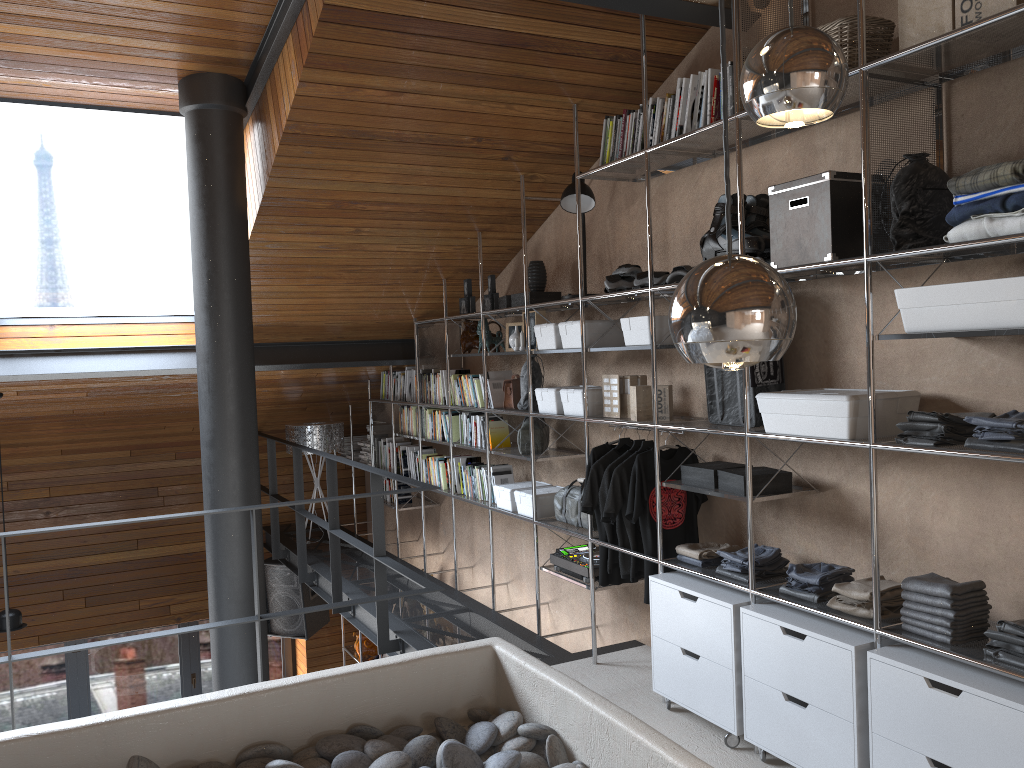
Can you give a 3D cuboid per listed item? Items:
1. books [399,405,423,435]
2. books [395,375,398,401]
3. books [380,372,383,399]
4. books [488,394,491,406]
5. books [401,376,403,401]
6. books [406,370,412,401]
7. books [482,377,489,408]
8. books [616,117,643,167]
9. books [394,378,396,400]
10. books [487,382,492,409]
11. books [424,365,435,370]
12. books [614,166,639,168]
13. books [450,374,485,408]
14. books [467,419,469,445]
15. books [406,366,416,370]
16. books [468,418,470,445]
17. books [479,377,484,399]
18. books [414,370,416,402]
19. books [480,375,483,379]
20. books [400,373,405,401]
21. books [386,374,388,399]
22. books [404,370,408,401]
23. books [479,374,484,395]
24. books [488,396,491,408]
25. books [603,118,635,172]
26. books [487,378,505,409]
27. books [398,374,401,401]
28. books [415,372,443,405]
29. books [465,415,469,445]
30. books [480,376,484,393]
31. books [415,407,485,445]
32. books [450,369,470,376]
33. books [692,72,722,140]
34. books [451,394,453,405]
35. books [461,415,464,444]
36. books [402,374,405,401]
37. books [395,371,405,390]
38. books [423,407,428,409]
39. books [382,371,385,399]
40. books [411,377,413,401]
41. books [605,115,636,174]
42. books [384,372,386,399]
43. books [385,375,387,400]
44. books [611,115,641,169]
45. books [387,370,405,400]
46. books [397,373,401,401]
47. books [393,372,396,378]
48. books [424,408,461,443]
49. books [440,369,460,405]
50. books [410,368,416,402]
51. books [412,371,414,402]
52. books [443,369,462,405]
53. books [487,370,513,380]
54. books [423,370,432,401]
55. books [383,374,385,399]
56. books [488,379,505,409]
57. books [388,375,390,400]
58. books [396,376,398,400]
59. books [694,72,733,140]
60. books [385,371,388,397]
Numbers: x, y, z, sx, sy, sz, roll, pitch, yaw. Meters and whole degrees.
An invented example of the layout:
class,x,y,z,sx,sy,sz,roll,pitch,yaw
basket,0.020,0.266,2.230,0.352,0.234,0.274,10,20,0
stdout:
class,x,y,z,sx,sy,sz,roll,pitch,yaw
books,-0.735,0.267,6.676,0.130,0.216,0.311,-3,2,-27
books,-0.845,0.028,6.854,0.111,0.194,0.059,-3,2,-27
books,-0.994,0.007,7.207,0.148,0.229,0.073,-3,2,-27
books,-0.089,0.045,5.397,0.125,0.200,0.088,-3,2,-27
books,-0.779,0.029,6.767,0.126,0.194,0.064,-3,2,-27
books,-0.713,0.008,6.608,0.148,0.229,0.073,-3,2,-27
books,-0.105,0.047,5.421,0.127,0.192,0.079,-3,2,-27
books,0.547,-1.101,4.047,0.146,0.208,0.071,-3,2,-27
books,-0.864,0.040,6.889,0.111,0.171,0.056,-3,2,-27
books,-0.073,0.036,5.387,0.161,0.215,0.092,-3,2,-27
books,-0.571,-0.003,6.382,0.143,0.268,0.020,-3,2,-27
books,0.536,-1.099,4.068,0.130,0.201,0.063,-3,2,-27
books,-0.244,0.040,5.665,0.139,0.206,0.497,-3,2,-27
books,-0.227,0.303,5.703,0.130,0.169,0.010,-3,2,-27
books,-0.744,-0.004,6.733,0.143,0.264,0.088,-3,2,-27
books,-0.210,0.300,5.696,0.146,0.171,0.018,-3,2,-27
books,-0.126,0.046,5.469,0.127,0.192,0.079,-3,2,-27
books,-0.649,0.012,6.525,0.148,0.234,0.033,-3,2,-27
books,-0.101,0.037,5.460,0.170,0.209,0.082,-3,2,-28
books,-0.787,0.018,6.776,0.133,0.215,0.070,-3,2,-26
books,-0.930,0.019,7.094,0.146,0.208,0.071,-3,2,-27
books,-0.734,0.008,6.649,0.148,0.229,0.073,-3,2,-27
books,-0.106,0.037,5.468,0.164,0.209,0.084,-3,2,-27
books,-0.101,0.061,5.403,0.119,0.166,0.072,-3,2,-27
books,0.511,-1.113,4.143,0.169,0.229,0.077,-3,2,-27
books,-0.080,0.056,5.360,0.117,0.176,0.074,-3,2,-27
books,-0.806,0.023,6.816,0.131,0.202,0.068,-3,2,-27
books,-0.537,0.026,6.258,0.131,0.216,0.509,-3,2,-27
books,-0.222,0.291,5.733,0.161,0.187,0.021,-3,2,-27
books,-0.117,0.047,5.427,0.127,0.192,0.079,-3,2,-27
books,-0.438,0.275,6.120,0.138,0.212,1.040,-3,2,-26
books,-0.339,0.020,5.918,0.148,0.233,0.053,-3,2,-27
books,0.814,-1.117,3.571,0.191,0.249,0.077,-3,2,-26
books,-0.345,0.047,5.896,0.131,0.180,0.042,-3,2,-27
books,-0.247,0.290,5.795,0.169,0.189,0.018,-3,2,-27
books,-0.772,0.026,6.751,0.123,0.201,0.071,-3,2,-27
books,-0.844,0.013,6.865,0.122,0.227,0.076,-3,2,-27
books,-0.576,0.267,6.429,0.143,0.218,0.020,-3,2,-27
books,-0.967,0.007,7.190,0.169,0.229,0.077,-3,2,-27
books,-0.681,0.033,6.578,0.131,0.178,0.057,-3,2,-27
books,0.513,-1.126,4.184,0.206,0.249,0.074,-3,2,-27
books,-0.954,0.007,7.153,0.148,0.229,0.073,-3,2,-27
books,-0.947,0.022,7.100,0.130,0.202,0.063,-3,2,-27
books,0.536,-1.112,4.081,0.161,0.228,0.080,-3,2,-27
books,-0.923,0.005,7.062,0.143,0.233,0.081,-3,2,-27
books,-0.812,0.019,6.827,0.137,0.213,0.068,-3,2,-27
books,-0.859,0.014,6.942,0.161,0.220,0.074,-3,2,-27
books,-0.446,0.281,6.091,0.139,0.208,0.494,-3,2,-27
books,-0.404,0.020,5.979,0.148,0.233,0.053,-3,2,-27
books,-0.663,0.003,6.618,0.191,0.249,0.077,-3,2,-26
books,-0.663,0.014,6.543,0.148,0.233,0.053,-3,2,-27
books,-0.382,0.021,5.936,0.148,0.233,0.053,-3,2,-27
books,-0.059,0.024,5.387,0.177,0.209,0.082,-3,2,-27
books,-0.580,0.016,6.360,0.129,0.231,0.010,-3,2,-27
books,-0.968,0.013,7.164,0.149,0.202,0.067,-3,2,-27
books,-0.080,0.060,5.347,0.112,0.169,0.068,-3,2,-27
books,-0.915,0.024,7.029,0.127,0.197,0.063,-3,2,-27
books,-0.821,0.028,6.842,0.138,0.189,0.065,-3,2,-27
books,0.824,-1.115,3.562,0.191,0.244,0.075,-3,2,-26
books,-0.942,0.009,7.129,0.161,0.228,0.080,-3,2,-27
